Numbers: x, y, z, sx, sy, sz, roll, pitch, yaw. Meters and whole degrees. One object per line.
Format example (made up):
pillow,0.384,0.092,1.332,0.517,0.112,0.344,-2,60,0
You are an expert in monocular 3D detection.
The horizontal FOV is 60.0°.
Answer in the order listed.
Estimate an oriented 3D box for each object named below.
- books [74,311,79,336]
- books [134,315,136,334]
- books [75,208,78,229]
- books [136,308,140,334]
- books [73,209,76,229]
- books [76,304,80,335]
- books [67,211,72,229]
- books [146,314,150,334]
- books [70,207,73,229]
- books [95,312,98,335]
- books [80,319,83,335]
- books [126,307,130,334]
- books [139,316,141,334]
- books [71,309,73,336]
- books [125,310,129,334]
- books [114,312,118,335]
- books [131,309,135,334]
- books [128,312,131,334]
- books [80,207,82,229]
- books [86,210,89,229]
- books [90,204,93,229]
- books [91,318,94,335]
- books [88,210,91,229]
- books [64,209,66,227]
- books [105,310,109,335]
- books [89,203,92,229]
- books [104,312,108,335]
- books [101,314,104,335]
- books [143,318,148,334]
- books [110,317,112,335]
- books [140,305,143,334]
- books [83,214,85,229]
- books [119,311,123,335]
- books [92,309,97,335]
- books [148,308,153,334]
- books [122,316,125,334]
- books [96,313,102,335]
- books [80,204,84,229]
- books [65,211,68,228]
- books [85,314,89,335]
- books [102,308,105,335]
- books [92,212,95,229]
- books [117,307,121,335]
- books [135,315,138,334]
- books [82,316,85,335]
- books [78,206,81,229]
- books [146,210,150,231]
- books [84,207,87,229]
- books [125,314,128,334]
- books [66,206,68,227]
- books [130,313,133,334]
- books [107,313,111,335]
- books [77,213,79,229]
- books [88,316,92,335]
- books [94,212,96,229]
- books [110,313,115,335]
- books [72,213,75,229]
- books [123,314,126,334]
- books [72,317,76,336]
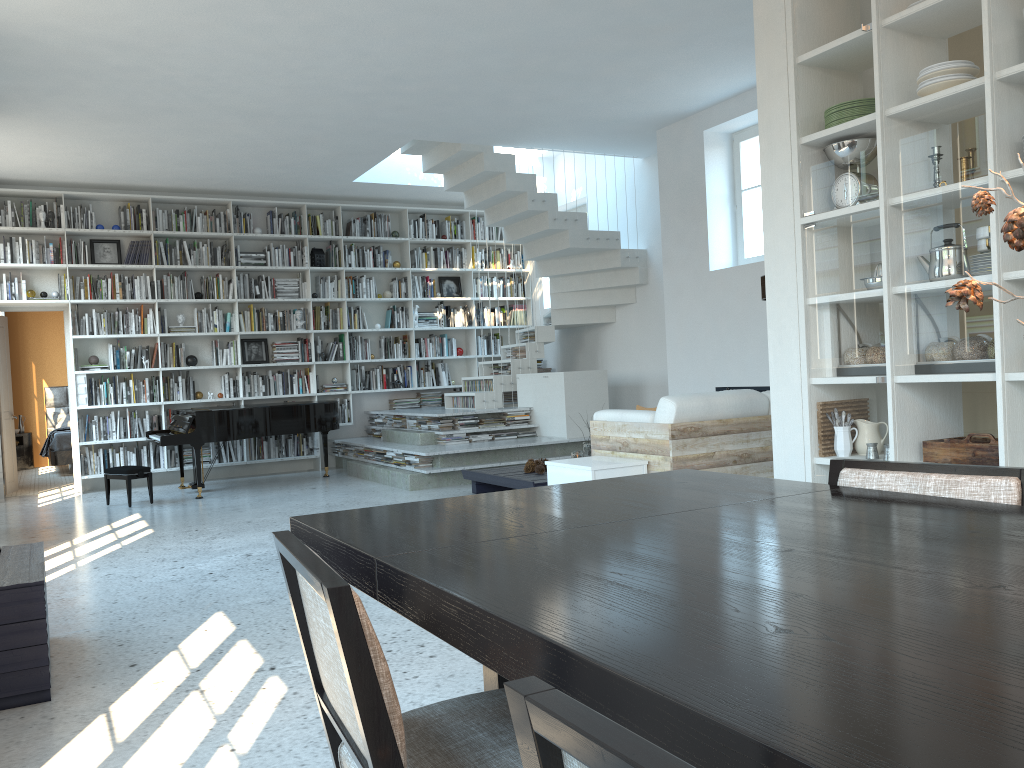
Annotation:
books,-4.582,-0.630,9.326,0.027,0.266,0.176,-4,1,-28
books,-4.091,-0.635,9.611,0.012,0.217,0.160,-4,1,-28
books,-4.591,-1.723,9.344,0.016,0.243,0.156,-4,1,-28
books,-4.067,-0.674,9.634,0.015,0.293,0.144,-4,1,-28
books,-4.601,-1.713,9.334,0.013,0.225,0.177,-4,1,-28
books,-4.566,-0.665,9.331,0.012,0.334,0.184,-4,1,-28
books,-4.652,-1.703,9.318,0.032,0.210,0.158,-4,1,-28
books,-3.971,-0.644,9.673,0.031,0.223,0.144,-4,1,-28
books,-4.629,-1.724,9.321,0.012,0.249,0.180,-4,1,-28
books,-4.420,-0.630,9.422,0.011,0.246,0.176,-4,1,-28
books,-4.543,-0.591,9.350,0.037,0.182,0.189,-4,1,-28
books,-4.155,-0.674,9.589,0.011,0.304,0.130,-4,1,-28
books,-4.045,-0.630,9.629,0.013,0.203,0.161,-4,1,-28
books,-4.632,-0.637,9.328,0.012,0.285,0.159,-4,1,-28
books,-4.156,-0.658,9.570,0.012,0.272,0.145,-4,1,-28
books,-4.260,-0.644,9.531,0.047,0.256,0.141,-4,1,-28
books,-4.097,-0.663,9.592,0.015,0.275,0.157,-4,1,-28
books,-4.142,-0.649,9.590,0.011,0.252,0.139,-4,1,-28
books,-4.554,-1.739,9.358,0.007,0.272,0.154,-4,1,-28
books,-4.496,-1.716,9.388,0.013,0.220,0.181,-4,1,-28
books,-4.473,-1.755,9.429,0.015,0.293,0.130,-4,1,-28
books,-4.467,-0.598,9.432,0.021,0.187,0.129,-4,1,-28
books,-4.478,-1.714,9.390,0.021,0.214,0.173,-4,1,-28
books,-4.693,-1.738,9.300,0.007,0.285,0.159,-4,1,-28
books,-4.332,-0.647,9.483,0.011,0.271,0.157,-4,1,-28
books,-4.477,-1.759,9.414,0.007,0.301,0.145,-4,1,-28
books,-4.337,-0.635,9.460,0.021,0.247,0.189,-4,1,-28
books,-4.367,-0.625,9.456,0.014,0.230,0.148,-4,1,-28
books,-3.996,-0.623,9.659,0.030,0.183,0.152,-4,1,-28
books,-4.305,-0.616,9.508,0.010,0.204,0.139,-4,1,-28
books,-4.027,-0.692,9.639,0.035,0.326,0.170,-4,1,-28
books,-4.525,-1.696,9.377,0.026,0.182,0.161,-4,1,-28
books,-4.215,-0.647,9.547,0.021,0.256,0.156,-4,1,-28
books,-4.439,-0.646,9.421,0.023,0.281,0.174,-4,1,-28
books,-3.949,-0.677,9.690,0.027,0.286,0.148,-4,1,-28
books,-4.196,-0.622,9.558,0.021,0.205,0.130,-4,1,-28
books,-4.404,-0.629,9.457,0.049,0.243,0.139,-4,1,-28
books,-4.537,-1.744,9.350,0.015,0.279,0.190,-4,1,-28
books,-4.677,-1.698,9.299,0.017,0.204,0.142,-4,1,-28
books,-4.496,-0.620,9.378,0.022,0.235,0.177,-4,1,-28
books,-4.356,-0.657,9.459,0.011,0.293,0.183,-4,1,-28
books,-4.450,-1.710,9.422,0.014,0.202,0.170,-4,1,-28
books,-4.226,-0.668,9.529,0.013,0.300,0.151,-4,1,-28
books,-4.078,-0.637,9.623,0.021,0.221,0.148,-4,1,-28
books,-4.531,-0.605,9.377,0.042,0.209,0.143,-4,1,-28
books,-4.564,-1.733,9.354,0.016,0.261,0.154,-4,1,-28
books,-3.982,-1.762,9.681,0.039,0.252,0.146,-4,1,-28
books,-4.512,-1.732,9.390,0.013,0.253,0.129,-4,1,-28
books,-4.168,-0.635,9.569,0.013,0.228,0.151,-4,1,-28
books,-4.671,-1.726,9.309,0.007,0.259,0.156,-4,1,-28
books,-4.129,-0.645,9.608,0.028,0.242,0.131,-4,1,-28
books,-4.308,-0.632,9.477,0.024,0.237,0.167,-4,1,-28
books,-4.581,-1.698,9.360,0.014,0.192,0.146,-4,1,-28
books,-4.468,-0.606,9.381,0.028,0.204,0.188,-4,1,-28
books,-4.443,-1.715,9.436,0.013,0.210,0.136,-4,1,-28
books,-4.282,-0.636,9.500,0.023,0.242,0.184,-4,1,-28
books,-4.621,-1.696,9.341,0.017,0.194,0.129,-4,1,-28
books,-4.175,-0.635,9.553,0.013,0.229,0.177,-4,1,-28
books,-4.609,-0.601,9.330,0.026,0.209,0.155,-4,1,-28
